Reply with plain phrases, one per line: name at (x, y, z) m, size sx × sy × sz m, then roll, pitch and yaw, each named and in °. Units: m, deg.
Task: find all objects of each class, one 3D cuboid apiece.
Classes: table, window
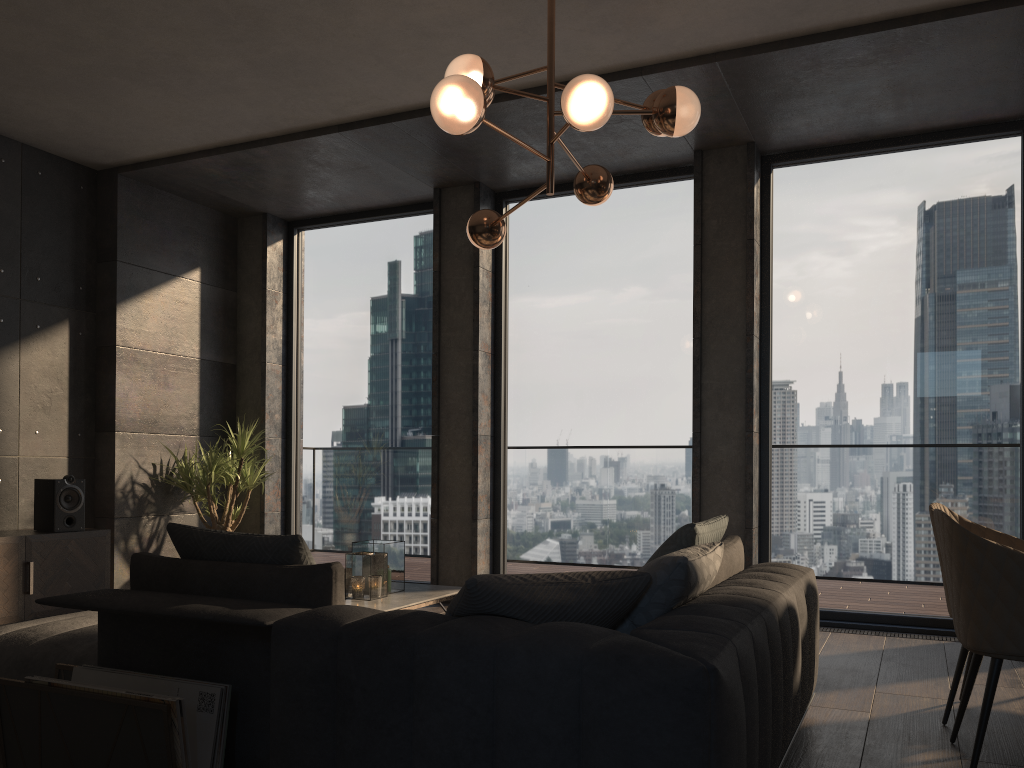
table at (-0.817, 1.227, 4.538) m, size 0.931 × 0.308 × 0.934 m, roll -2°, pitch -6°, yaw 25°
window at (1.442, 0.031, 5.808) m, size 7.267 × 2.997 × 0.199 m, roll -2°, pitch -1°, yaw 25°

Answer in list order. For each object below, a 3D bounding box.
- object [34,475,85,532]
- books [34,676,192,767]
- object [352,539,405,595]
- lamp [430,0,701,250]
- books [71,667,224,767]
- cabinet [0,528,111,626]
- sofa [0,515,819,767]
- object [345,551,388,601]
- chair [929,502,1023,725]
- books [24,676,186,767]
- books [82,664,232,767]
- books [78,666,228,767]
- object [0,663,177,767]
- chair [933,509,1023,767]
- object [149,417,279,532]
object at (-2.850, 0.749, 5.568) m, size 0.249 × 0.354 × 0.198 m, roll -1°, pitch -2°, yaw 35°
books at (-1.091, 0.996, 2.402) m, size 0.568 × 0.355 × 0.064 m, roll -2°, pitch -1°, yaw 25°
object at (-0.692, 0.947, 4.578) m, size 0.196 × 0.260 × 0.200 m, roll -1°, pitch -3°, yaw 25°
lamp at (0.243, -1.227, 3.613) m, size 1.014 × 1.036 × 1.469 m, roll 0°, pitch -4°, yaw 1°
books at (-1.056, 1.004, 2.476) m, size 0.568 × 0.352 × 0.079 m, roll -2°, pitch -1°, yaw 25°
cabinet at (-3.326, 1.118, 4.733) m, size 0.541 × 0.549 × 2.417 m, roll -1°, pitch -5°, yaw 25°
sofa at (-0.493, 0.873, 3.217) m, size 2.911 × 0.782 × 2.031 m, roll -2°, pitch -5°, yaw 24°
object at (-0.718, 0.946, 4.361) m, size 0.150 × 0.220 × 0.149 m, roll -1°, pitch -2°, yaw 25°
chair at (1.904, 0.884, 3.420) m, size 0.510 × 0.835 × 0.556 m, roll -1°, pitch -2°, yaw 34°
books at (-1.103, 0.995, 2.394) m, size 0.568 × 0.355 × 0.064 m, roll -2°, pitch -1°, yaw 25°
books at (-1.038, 1.006, 2.505) m, size 0.568 × 0.355 × 0.062 m, roll -2°, pitch -1°, yaw 25°
books at (-1.047, 1.005, 2.492) m, size 0.568 × 0.354 × 0.068 m, roll -2°, pitch -1°, yaw 25°
object at (-1.136, 1.013, 2.479) m, size 0.667 × 0.351 × 0.216 m, roll -2°, pitch -2°, yaw 25°
chair at (1.651, 0.828, 2.863) m, size 0.510 × 0.835 × 0.556 m, roll 0°, pitch -2°, yaw 19°
object at (-2.242, 0.901, 6.592) m, size 0.952 × 1.358 × 1.026 m, roll 2°, pitch -3°, yaw -34°
